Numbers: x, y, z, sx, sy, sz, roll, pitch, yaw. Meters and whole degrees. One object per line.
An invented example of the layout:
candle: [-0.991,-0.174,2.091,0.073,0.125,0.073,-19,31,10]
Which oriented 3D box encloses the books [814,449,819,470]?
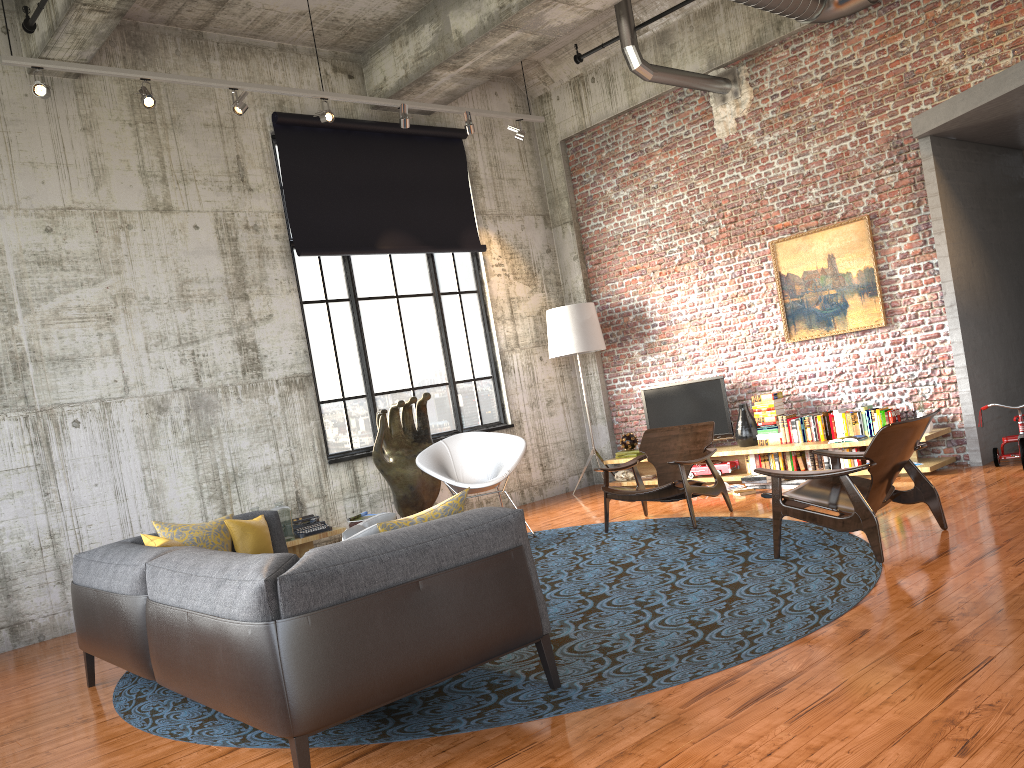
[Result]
books: [3.033,0.733,8.766,0.105,0.225,0.033,-10,1,-41]

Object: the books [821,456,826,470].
books: [3.092,0.744,8.727,0.119,0.182,0.028,-10,1,-41]

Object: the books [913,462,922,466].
books: [3.587,0.732,8.051,0.168,0.023,0.231,-9,-1,-21]

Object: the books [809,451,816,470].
books: [3.021,0.755,8.804,0.142,0.187,0.043,-10,1,-41]

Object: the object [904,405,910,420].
object: [3.708,0.314,8.318,0.057,0.273,0.057,-9,1,9]

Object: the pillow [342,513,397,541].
pillow: [-0.655,0.763,4.043,0.171,0.315,0.363,-9,0,38]

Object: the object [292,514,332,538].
object: [-1.919,1.329,8.298,0.422,0.153,0.383,-9,-1,-41]

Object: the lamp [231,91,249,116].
lamp: [-2.330,-2.398,7.585,0.102,0.241,0.182,-9,1,44]

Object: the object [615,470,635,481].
object: [1.365,1.090,10.591,0.182,0.133,0.274,-10,0,-33]

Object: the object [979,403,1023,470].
object: [4.699,0.230,0.827,8.744,0.657,20.885,-9,-1,-41]

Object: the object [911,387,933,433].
object: [3.696,0.224,8.003,0.198,0.446,0.233,-9,1,36]

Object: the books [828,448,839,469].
books: [3.153,0.714,8.653,0.132,0.219,0.040,-10,1,-41]

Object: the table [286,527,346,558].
table: [-2.010,1.603,8.215,0.872,0.359,0.476,-9,0,-41]

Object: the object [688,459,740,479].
object: [2.164,0.919,9.673,0.601,0.174,0.243,-10,0,40]

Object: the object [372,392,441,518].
object: [-1.082,0.778,9.006,0.726,1.297,0.457,-10,1,-30]

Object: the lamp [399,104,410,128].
lamp: [-1.056,-2.604,8.681,0.102,0.251,0.165,-10,1,-16]

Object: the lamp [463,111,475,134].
lamp: [-0.448,-2.700,9.228,0.102,0.251,0.165,-10,1,4]

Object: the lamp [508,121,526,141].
lamp: [0.072,-2.776,9.760,0.226,0.215,0.102,-10,1,0]

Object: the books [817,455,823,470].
books: [3.064,0.762,8.744,0.108,0.156,0.036,-10,1,-41]

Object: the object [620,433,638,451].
object: [1.402,0.693,10.618,0.215,0.208,0.216,-10,0,38]

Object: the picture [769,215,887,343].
picture: [3.112,-1.012,8.797,0.040,1.065,1.067,-11,1,-41]

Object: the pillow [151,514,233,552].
pillow: [-1.916,1.012,5.451,0.535,0.446,0.261,-10,1,-34]

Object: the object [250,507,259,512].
object: [-2.261,1.280,7.894,0.162,0.361,0.163,-10,1,-43]

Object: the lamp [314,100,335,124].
lamp: [-1.721,-2.493,8.157,0.261,0.211,0.101,-10,1,44]

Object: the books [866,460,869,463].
books: [3.432,0.707,8.271,0.131,0.024,0.192,-9,-1,-36]

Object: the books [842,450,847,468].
books: [3.242,0.720,8.555,0.126,0.174,0.028,-10,1,-41]

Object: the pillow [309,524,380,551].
pillow: [-0.697,0.788,3.849,0.433,0.319,0.169,-10,0,-42]

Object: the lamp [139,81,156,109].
lamp: [-2.921,-2.300,7.098,0.101,0.228,0.199,-10,1,-31]

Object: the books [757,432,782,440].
books: [2.733,0.534,9.256,0.176,0.053,0.291,-9,-1,-41]

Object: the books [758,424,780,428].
books: [2.708,0.427,9.254,0.161,0.027,0.224,-9,-1,-41]

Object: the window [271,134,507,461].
window: [-1.277,-1.007,9.819,2.572,3.437,0.051,-10,1,-41]

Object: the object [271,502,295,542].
object: [-2.090,1.253,8.047,0.162,0.361,0.163,-10,1,-39]

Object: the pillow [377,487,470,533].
pillow: [-0.411,0.738,4.095,0.535,0.446,0.261,-10,1,-34]

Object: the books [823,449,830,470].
books: [3.113,0.738,8.699,0.128,0.186,0.043,-10,1,-41]

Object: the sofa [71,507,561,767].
sofa: [-1.258,1.181,4.657,1.358,0.861,3.011,-9,-1,-40]

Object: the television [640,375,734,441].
television: [1.977,0.364,9.989,1.092,0.793,0.285,-10,1,35]

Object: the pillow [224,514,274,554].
pillow: [-1.650,0.988,5.646,0.169,0.319,0.433,-9,0,23]

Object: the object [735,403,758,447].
object: [2.512,0.438,9.498,0.267,0.456,0.268,-10,1,-10]

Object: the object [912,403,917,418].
object: [3.749,0.306,8.249,0.057,0.273,0.057,-9,1,9]

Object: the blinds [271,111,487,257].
blinds: [-1.354,-2.136,9.662,2.436,1.464,0.151,-9,1,-41]

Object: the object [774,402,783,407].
object: [2.669,0.224,9.249,0.178,0.031,0.249,-9,-1,-41]

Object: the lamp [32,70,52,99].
lamp: [-3.488,-2.213,6.572,0.102,0.211,0.260,-10,0,-7]

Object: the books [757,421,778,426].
books: [2.701,0.402,9.251,0.161,0.026,0.224,-9,-1,-41]

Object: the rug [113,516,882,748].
rug: [-0.086,1.426,6.013,4.848,0.009,4.843,-10,-1,5]

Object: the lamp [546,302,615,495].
lamp: [0.884,0.185,10.638,0.693,2.244,0.708,-10,1,-19]

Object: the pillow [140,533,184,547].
pillow: [-2.006,1.043,5.211,0.228,0.371,0.406,-10,0,-32]
